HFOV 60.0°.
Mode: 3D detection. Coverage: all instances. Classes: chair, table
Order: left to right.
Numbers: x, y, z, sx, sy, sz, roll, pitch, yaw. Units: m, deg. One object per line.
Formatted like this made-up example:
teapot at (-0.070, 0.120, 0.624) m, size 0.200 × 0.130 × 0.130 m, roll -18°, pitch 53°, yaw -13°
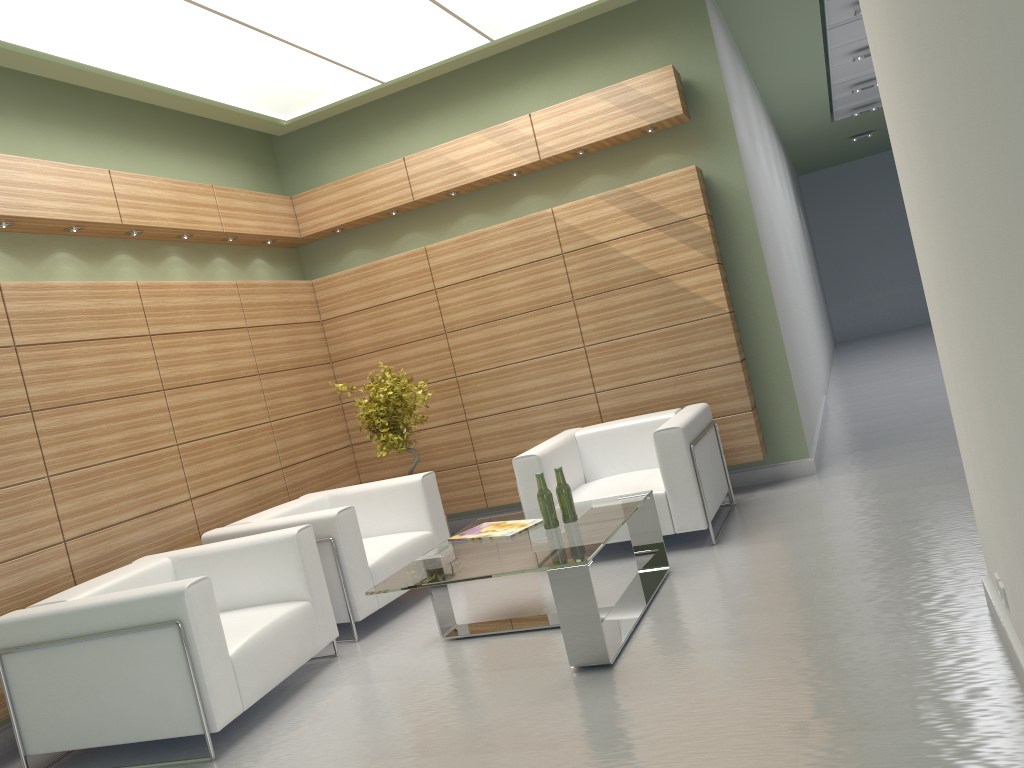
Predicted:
chair at (-2.673, 2.081, 7.205) m, size 1.802 × 1.234 × 1.894 m, roll -13°, pitch 2°, yaw 17°
chair at (-1.842, 1.822, 9.360) m, size 1.769 × 1.234 × 1.894 m, roll -13°, pitch 2°, yaw 27°
table at (0.169, 1.624, 7.367) m, size 1.783 × 0.742 × 2.197 m, roll -13°, pitch 2°, yaw 22°
chair at (1.254, 1.075, 9.653) m, size 1.894 × 1.234 × 1.802 m, roll -13°, pitch 2°, yaw 22°

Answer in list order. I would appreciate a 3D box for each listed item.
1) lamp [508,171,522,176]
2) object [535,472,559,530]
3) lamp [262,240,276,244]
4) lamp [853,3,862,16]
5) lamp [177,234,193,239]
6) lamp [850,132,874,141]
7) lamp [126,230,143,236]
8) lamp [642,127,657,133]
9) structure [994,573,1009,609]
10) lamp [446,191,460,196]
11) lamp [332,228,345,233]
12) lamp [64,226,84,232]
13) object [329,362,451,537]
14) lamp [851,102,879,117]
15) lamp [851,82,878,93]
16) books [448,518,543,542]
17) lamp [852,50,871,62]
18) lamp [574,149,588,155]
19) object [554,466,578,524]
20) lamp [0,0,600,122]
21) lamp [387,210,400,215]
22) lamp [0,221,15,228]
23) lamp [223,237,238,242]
lamp at (0.029, -2.712, 11.326) m, size 0.181 × 0.074 × 0.181 m, roll -13°, pitch 2°, yaw 16°
object at (0.281, 0.970, 7.387) m, size 0.131 × 0.475 × 0.131 m, roll -14°, pitch 2°, yaw -14°
lamp at (-3.279, -1.940, 11.949) m, size 0.181 × 0.074 × 0.181 m, roll -13°, pitch 2°, yaw 5°
lamp at (5.671, -5.957, 13.837) m, size 0.657 × 0.159 × 0.286 m, roll -13°, pitch 2°, yaw 22°
lamp at (-3.851, -1.761, 10.435) m, size 0.181 × 0.074 × 0.181 m, roll -13°, pitch 2°, yaw 5°
lamp at (10.528, -7.480, 26.700) m, size 0.657 × 0.159 × 0.286 m, roll -13°, pitch 2°, yaw 22°
lamp at (-4.132, -1.673, 9.692) m, size 0.181 × 0.074 × 0.181 m, roll -13°, pitch 2°, yaw 5°
lamp at (1.651, -3.080, 10.669) m, size 0.181 × 0.074 × 0.181 m, roll -13°, pitch 2°, yaw 16°
structure at (2.661, 1.122, 4.822) m, size 0.017 × 0.118 × 0.262 m, roll -13°, pitch 2°, yaw 22°
lamp at (-0.779, -2.528, 11.653) m, size 0.181 × 0.074 × 0.181 m, roll -14°, pitch 2°, yaw -18°
lamp at (-2.420, -2.156, 12.316) m, size 0.181 × 0.074 × 0.181 m, roll -13°, pitch 2°, yaw 16°
lamp at (-4.418, -1.584, 8.935) m, size 0.181 × 0.074 × 0.181 m, roll -14°, pitch 2°, yaw -7°
object at (-1.386, 0.977, 10.846) m, size 1.201 × 2.565 × 1.116 m, roll -14°, pitch 2°, yaw -10°
lamp at (8.961, -6.989, 22.550) m, size 0.657 × 0.159 × 0.286 m, roll -13°, pitch 2°, yaw 22°
lamp at (7.891, -6.653, 19.716) m, size 0.657 × 0.159 × 0.286 m, roll -13°, pitch 2°, yaw 22°
books at (-0.130, 1.287, 7.818) m, size 0.762 × 0.025 × 0.508 m, roll -12°, pitch 2°, yaw 42°
lamp at (6.790, -6.308, 16.802) m, size 0.657 × 0.159 × 0.286 m, roll -13°, pitch 2°, yaw 22°
lamp at (0.848, -2.898, 10.994) m, size 0.181 × 0.074 × 0.181 m, roll -14°, pitch 2°, yaw -18°
object at (0.440, 0.930, 7.452) m, size 0.131 × 0.475 × 0.131 m, roll -14°, pitch 2°, yaw -14°
lamp at (-1.841, -3.818, 8.536) m, size 4.571 × 0.325 × 5.060 m, roll -13°, pitch 2°, yaw 22°
lamp at (-1.605, -2.341, 11.986) m, size 0.181 × 0.074 × 0.181 m, roll -13°, pitch 2°, yaw 16°
lamp at (-4.699, -1.495, 8.189) m, size 0.181 × 0.074 × 0.181 m, roll -13°, pitch 2°, yaw 5°
lamp at (-3.563, -1.852, 11.198) m, size 0.181 × 0.074 × 0.181 m, roll -14°, pitch 2°, yaw -7°
